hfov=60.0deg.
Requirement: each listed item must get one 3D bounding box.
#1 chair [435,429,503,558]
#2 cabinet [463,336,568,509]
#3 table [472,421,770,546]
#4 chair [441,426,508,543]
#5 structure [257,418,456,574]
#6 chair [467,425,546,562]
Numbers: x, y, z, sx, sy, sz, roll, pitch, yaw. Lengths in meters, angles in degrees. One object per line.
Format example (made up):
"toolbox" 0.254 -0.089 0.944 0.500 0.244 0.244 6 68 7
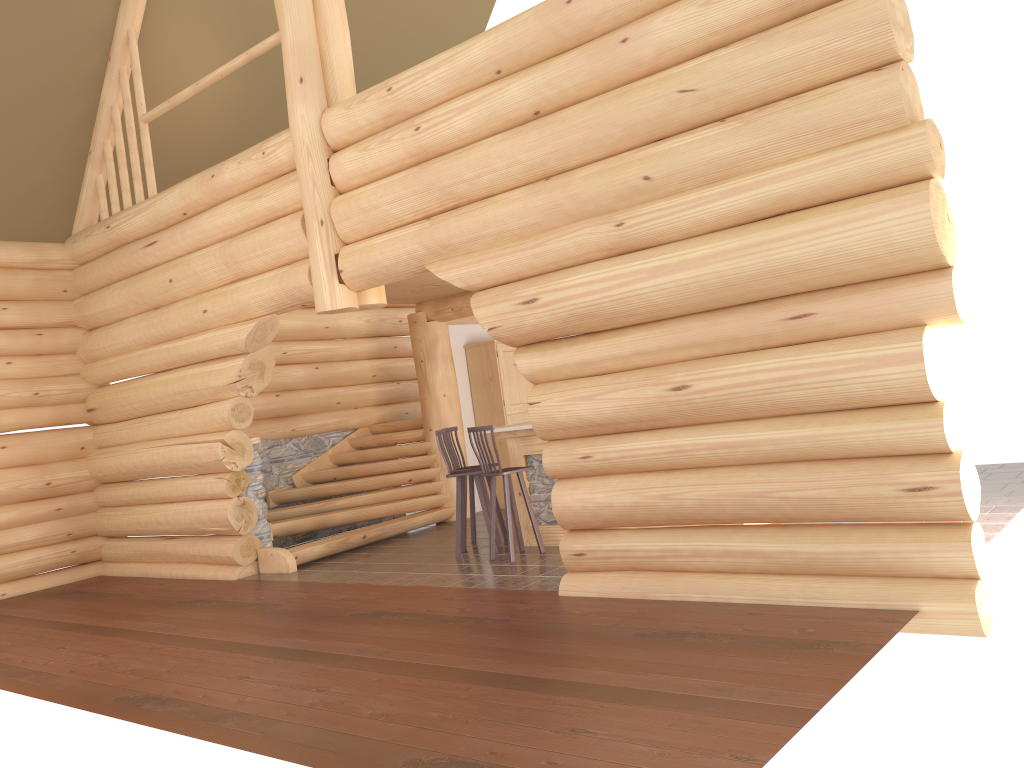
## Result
"chair" -0.453 1.107 9.264 0.504 1.319 0.406 -8 -1 8
"cabinet" 0.279 0.531 13.415 0.670 2.403 1.847 -9 -1 39
"table" 1.265 0.892 8.841 3.220 1.257 1.196 -9 -1 39
"chair" -0.408 1.110 9.784 0.504 1.319 0.406 -8 -1 19
"structure" -2.328 1.253 11.650 1.951 1.643 3.604 -9 -1 33
"chair" -0.056 1.042 8.709 0.504 1.319 0.406 -7 -1 -41
